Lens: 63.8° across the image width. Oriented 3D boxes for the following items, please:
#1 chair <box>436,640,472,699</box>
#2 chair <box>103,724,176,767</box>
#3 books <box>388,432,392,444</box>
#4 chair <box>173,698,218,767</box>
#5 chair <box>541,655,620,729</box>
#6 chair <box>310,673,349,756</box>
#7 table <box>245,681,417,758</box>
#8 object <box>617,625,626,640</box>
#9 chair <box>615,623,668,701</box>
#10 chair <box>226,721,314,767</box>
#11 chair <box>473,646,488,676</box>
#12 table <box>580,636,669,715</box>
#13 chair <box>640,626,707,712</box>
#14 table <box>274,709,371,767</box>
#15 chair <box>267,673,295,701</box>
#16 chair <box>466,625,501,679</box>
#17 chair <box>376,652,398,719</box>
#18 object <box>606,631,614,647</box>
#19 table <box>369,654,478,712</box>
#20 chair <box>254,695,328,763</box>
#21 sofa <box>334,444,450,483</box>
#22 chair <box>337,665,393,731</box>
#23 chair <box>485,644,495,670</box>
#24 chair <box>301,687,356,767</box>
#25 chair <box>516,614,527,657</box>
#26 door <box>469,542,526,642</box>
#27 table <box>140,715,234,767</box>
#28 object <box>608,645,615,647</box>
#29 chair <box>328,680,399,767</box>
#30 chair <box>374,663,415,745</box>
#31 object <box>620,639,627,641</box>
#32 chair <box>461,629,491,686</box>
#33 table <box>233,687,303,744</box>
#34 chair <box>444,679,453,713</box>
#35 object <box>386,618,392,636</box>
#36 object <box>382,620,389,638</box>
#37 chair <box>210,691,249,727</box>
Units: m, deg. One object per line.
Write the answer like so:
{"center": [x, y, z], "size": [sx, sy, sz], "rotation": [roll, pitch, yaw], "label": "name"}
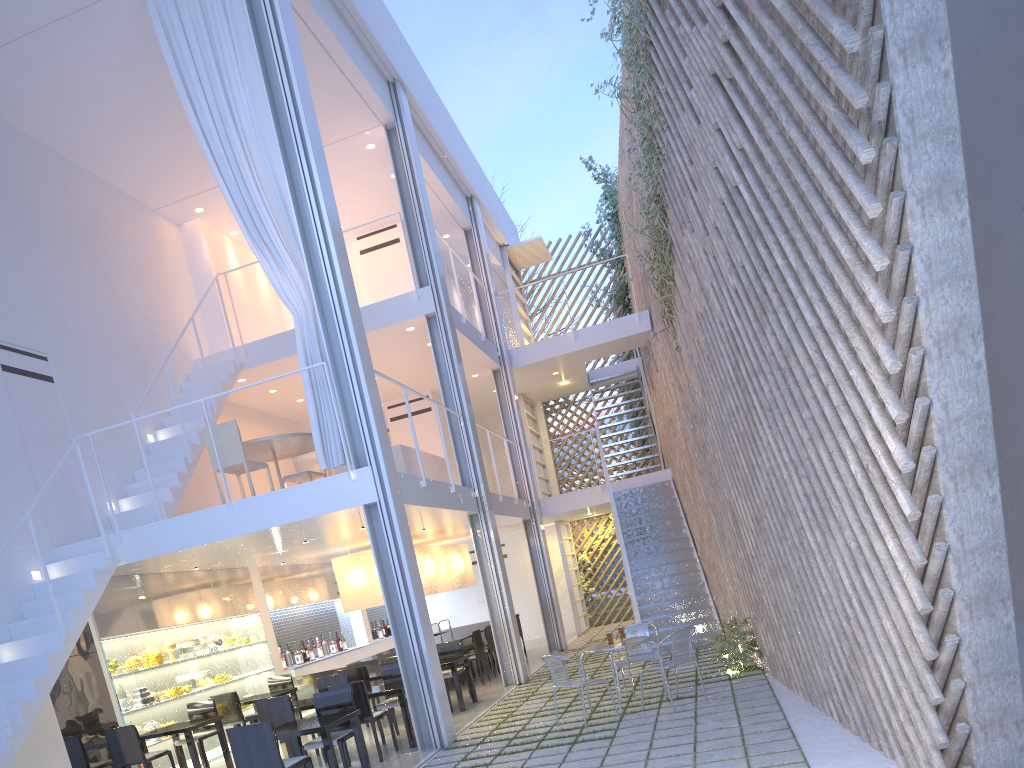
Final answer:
{"center": [-0.426, 1.958, 5.548], "size": [0.195, 0.443, 0.229], "rotation": [-10, 4, 12], "label": "chair"}
{"center": [-1.998, 2.039, 4.466], "size": [0.195, 0.443, 0.229], "rotation": [-10, 4, 12], "label": "chair"}
{"center": [-1.689, 1.064, 6.314], "size": [0.039, 1.634, 3.551], "rotation": [-8, -7, 23], "label": "books"}
{"center": [-1.888, 2.130, 4.949], "size": [0.195, 0.443, 0.229], "rotation": [-10, 4, 12], "label": "chair"}
{"center": [0.304, 1.435, 3.897], "size": [0.239, 0.383, 0.269], "rotation": [-13, 2, -33], "label": "chair"}
{"center": [-1.032, 1.889, 4.708], "size": [0.195, 0.443, 0.229], "rotation": [-10, 4, 12], "label": "chair"}
{"center": [-0.925, 1.862, 4.491], "size": [0.935, 0.332, 0.346], "rotation": [-15, -3, 14], "label": "table"}
{"center": [0.558, 1.263, 4.176], "size": [0.030, 0.077, 0.032], "rotation": [-15, 7, -32], "label": "object"}
{"center": [0.683, 1.472, 4.396], "size": [0.268, 0.384, 0.239], "rotation": [-11, 2, 13], "label": "chair"}
{"center": [-0.925, 1.518, 3.239], "size": [0.195, 0.443, 0.229], "rotation": [-10, 4, 12], "label": "chair"}
{"center": [-0.201, 2.259, 7.022], "size": [0.243, 0.443, 0.183], "rotation": [-11, 5, 8], "label": "chair"}
{"center": [0.552, 1.455, 4.116], "size": [0.338, 0.335, 0.359], "rotation": [-11, -3, -25], "label": "table"}
{"center": [0.754, 1.331, 3.863], "size": [0.251, 0.383, 0.256], "rotation": [-13, 3, -38], "label": "chair"}
{"center": [-0.853, 1.629, 3.572], "size": [0.366, 0.333, 0.346], "rotation": [-13, -3, 12], "label": "table"}
{"center": [-1.673, 2.307, 5.892], "size": [0.195, 0.443, 0.229], "rotation": [-10, 4, 12], "label": "chair"}
{"center": [-0.265, 2.195, 6.695], "size": [0.244, 0.443, 0.182], "rotation": [-11, 5, 11], "label": "chair"}
{"center": [-0.817, 2.067, 5.652], "size": [0.195, 0.443, 0.229], "rotation": [-10, 4, 12], "label": "chair"}
{"center": [0.477, 1.239, 4.002], "size": [0.030, 0.077, 0.032], "rotation": [-15, 7, -32], "label": "object"}
{"center": [-0.721, 2.030, 5.386], "size": [0.935, 0.332, 0.346], "rotation": [-15, -3, 14], "label": "table"}
{"center": [-1.135, 1.805, 4.259], "size": [0.195, 0.443, 0.229], "rotation": [-10, 4, 12], "label": "chair"}
{"center": [-0.820, 0.725, 5.922], "size": [0.509, 0.364, 0.981], "rotation": [-13, -10, 11], "label": "sofa"}
{"center": [-0.920, 1.982, 5.202], "size": [0.195, 0.443, 0.229], "rotation": [-10, 4, 12], "label": "chair"}
{"center": [-0.110, 2.315, 7.341], "size": [0.244, 0.443, 0.182], "rotation": [-11, 5, 10], "label": "chair"}
{"center": [-0.815, 1.609, 3.721], "size": [0.195, 0.443, 0.229], "rotation": [-10, 4, 12], "label": "chair"}
{"center": [-0.033, 2.375, 7.664], "size": [0.245, 0.443, 0.182], "rotation": [-11, 5, 15], "label": "chair"}
{"center": [-1.311, 2.153, 7.238], "size": [0.492, 1.171, 5.424], "rotation": [-9, -10, 24], "label": "door"}
{"center": [-1.877, 2.125, 4.742], "size": [0.366, 0.333, 0.346], "rotation": [-13, -3, 12], "label": "table"}
{"center": [-0.886, 1.466, 4.407], "size": [2.939, 0.406, 0.035], "rotation": [-16, 7, 17], "label": "object"}
{"center": [-0.744, 1.697, 4.155], "size": [0.195, 0.443, 0.229], "rotation": [-10, 4, 12], "label": "chair"}
{"center": [-0.641, 1.781, 4.605], "size": [0.195, 0.443, 0.229], "rotation": [-10, 4, 12], "label": "chair"}
{"center": [-0.843, 1.466, 4.514], "size": [2.967, 0.440, 0.058], "rotation": [-15, 7, 15], "label": "object"}
{"center": [-0.343, 2.136, 6.372], "size": [0.245, 0.443, 0.182], "rotation": [-11, 5, 14], "label": "chair"}
{"center": [-1.673, 2.293, 5.637], "size": [0.366, 0.333, 0.346], "rotation": [-13, -3, 12], "label": "table"}
{"center": [-0.529, 1.874, 5.099], "size": [0.195, 0.443, 0.229], "rotation": [-10, 4, 12], "label": "chair"}
{"center": [-1.303, 2.568, 8.694], "size": [0.047, 0.206, 0.043], "rotation": [-10, 8, 12], "label": "object"}
{"center": [-1.319, 2.542, 8.548], "size": [0.045, 0.196, 0.044], "rotation": [-11, 8, 4], "label": "object"}
{"center": [-1.783, 2.216, 5.410], "size": [0.195, 0.443, 0.229], "rotation": [-10, 4, 12], "label": "chair"}
